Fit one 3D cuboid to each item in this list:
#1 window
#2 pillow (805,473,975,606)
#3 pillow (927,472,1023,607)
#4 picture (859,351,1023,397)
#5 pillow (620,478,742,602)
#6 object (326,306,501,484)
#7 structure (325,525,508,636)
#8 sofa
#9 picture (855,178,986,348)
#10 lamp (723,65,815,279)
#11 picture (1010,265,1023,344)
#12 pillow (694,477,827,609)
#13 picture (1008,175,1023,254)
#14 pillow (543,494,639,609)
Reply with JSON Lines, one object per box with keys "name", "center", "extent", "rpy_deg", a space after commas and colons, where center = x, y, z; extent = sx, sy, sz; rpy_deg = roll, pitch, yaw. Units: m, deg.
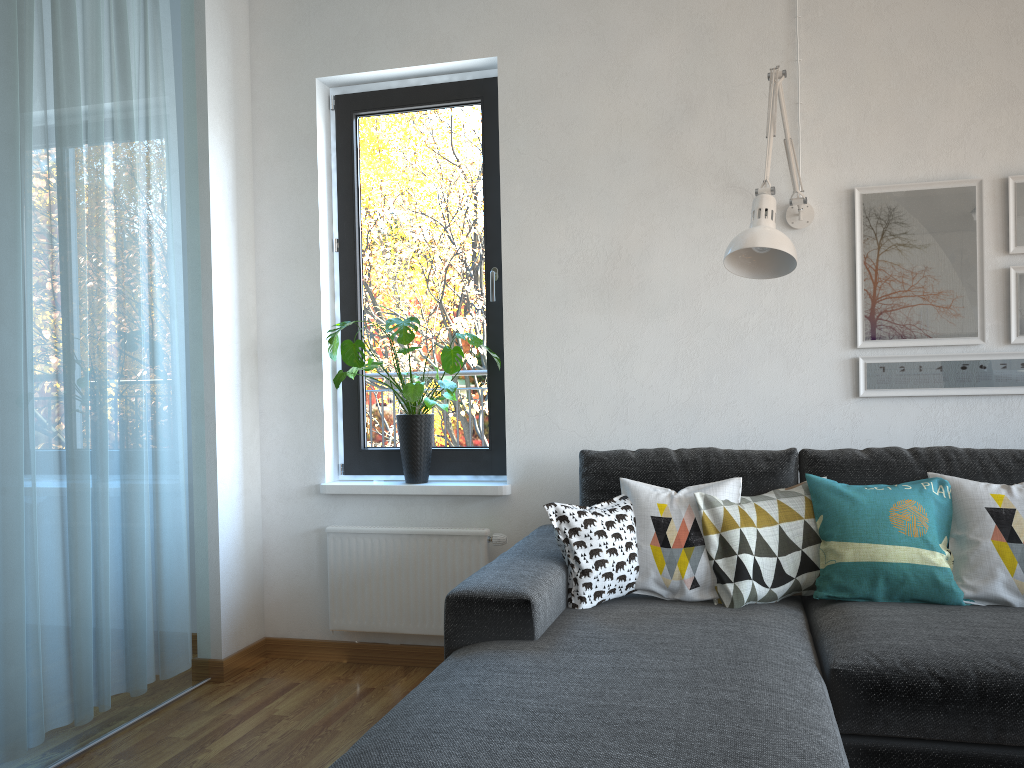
{"name": "window", "center": [-2.225, 1.879, 17.184], "extent": [13.977, 18.373, 24.371], "rpy_deg": [-1, 0, 21]}
{"name": "pillow", "center": [1.049, 0.428, 2.487], "extent": [0.414, 0.340, 0.273], "rpy_deg": [-1, 0, 14]}
{"name": "pillow", "center": [1.390, 0.435, 2.402], "extent": [0.436, 0.368, 0.285], "rpy_deg": [-1, 0, 14]}
{"name": "picture", "center": [1.564, -0.034, 2.858], "extent": [0.837, 0.136, 0.021], "rpy_deg": [-1, 1, 14]}
{"name": "pillow", "center": [0.488, 0.447, 2.566], "extent": [0.360, 0.344, 0.173], "rpy_deg": [-1, 0, 14]}
{"name": "object", "center": [-0.373, 0.041, 3.270], "extent": [0.657, 0.675, 0.447], "rpy_deg": [-1, 0, 5]}
{"name": "structure", "center": [-0.309, 0.766, 3.313], "extent": [0.817, 0.459, 0.076], "rpy_deg": [-1, 1, 12]}
{"name": "sofa", "center": [1.042, 0.611, 1.830], "extent": [2.508, 0.848, 2.163], "rpy_deg": [-1, 0, 14]}
{"name": "picture", "center": [1.334, -0.391, 2.907], "extent": [0.390, 0.534, 0.013], "rpy_deg": [-1, 1, 14]}
{"name": "lamp", "center": [0.790, -0.639, 2.714], "extent": [0.200, 0.670, 0.698], "rpy_deg": [-1, 0, 24]}
{"name": "picture", "center": [1.677, -0.255, 2.825], "extent": [0.166, 0.248, 0.021], "rpy_deg": [-1, 1, 14]}
{"name": "pillow", "center": [0.734, 0.461, 2.577], "extent": [0.454, 0.363, 0.242], "rpy_deg": [-1, 0, -19]}
{"name": "picture", "center": [1.779, -0.545, 2.794], "extent": [0.390, 0.248, 0.021], "rpy_deg": [-1, 1, 14]}
{"name": "pillow", "center": [0.254, 0.479, 2.533], "extent": [0.334, 0.320, 0.160], "rpy_deg": [-1, 0, -40]}
